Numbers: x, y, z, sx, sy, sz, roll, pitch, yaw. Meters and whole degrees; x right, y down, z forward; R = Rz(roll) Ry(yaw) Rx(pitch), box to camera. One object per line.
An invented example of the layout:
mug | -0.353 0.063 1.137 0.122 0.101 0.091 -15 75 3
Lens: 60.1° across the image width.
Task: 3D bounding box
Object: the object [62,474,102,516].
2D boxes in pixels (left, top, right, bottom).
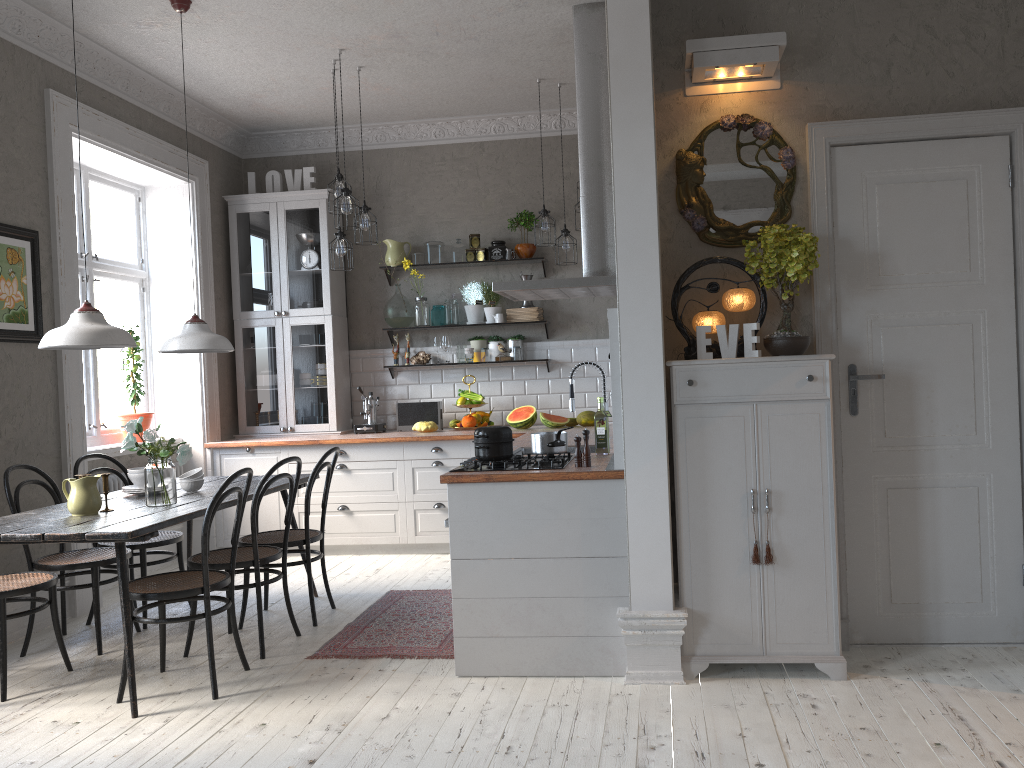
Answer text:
object | -1.884 0.487 3.886 0.152 0.170 0.133 -3 1 -31

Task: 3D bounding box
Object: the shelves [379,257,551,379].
shelves | -0.362 -0.494 7.031 1.309 0.923 0.230 -2 1 7

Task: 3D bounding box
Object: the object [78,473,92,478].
object | -1.932 0.487 4.012 0.061 0.172 0.063 -2 1 30

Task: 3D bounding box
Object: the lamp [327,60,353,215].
lamp | -1.125 -1.954 5.618 0.147 1.735 0.146 -2 1 -5

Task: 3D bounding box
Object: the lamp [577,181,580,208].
lamp | 0.500 -2.101 6.169 0.149 1.735 0.144 -3 1 -20

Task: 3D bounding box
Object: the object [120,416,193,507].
object | -1.620 0.352 4.058 0.310 0.414 0.252 -2 1 6

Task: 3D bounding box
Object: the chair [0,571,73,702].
chair | -2.290 0.862 3.889 0.543 0.920 0.442 -2 1 16

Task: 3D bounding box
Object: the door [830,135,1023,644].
door | 1.808 0.039 3.840 0.747 2.183 0.080 -2 1 7

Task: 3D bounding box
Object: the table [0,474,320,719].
table | -1.725 0.927 4.362 0.900 0.735 1.930 -2 1 9

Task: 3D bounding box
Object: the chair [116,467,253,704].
chair | -1.373 0.826 3.760 0.547 0.920 0.439 -2 1 5

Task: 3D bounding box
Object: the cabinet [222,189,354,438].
cabinet | -1.758 -0.528 7.063 0.875 1.921 0.390 -2 1 7

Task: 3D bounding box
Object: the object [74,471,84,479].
object | -1.980 0.489 4.091 0.097 0.172 0.095 -3 1 -11

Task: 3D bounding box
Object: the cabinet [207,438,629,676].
cabinet | -0.332 0.792 5.582 2.028 0.854 4.110 -3 1 -35

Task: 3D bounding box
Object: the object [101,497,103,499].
object | -2.085 0.520 4.348 0.140 0.112 0.138 -2 1 -9

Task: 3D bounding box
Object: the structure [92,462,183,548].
structure | -2.533 0.791 5.907 0.148 0.428 1.228 -2 1 7

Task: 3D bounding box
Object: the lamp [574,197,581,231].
lamp | 0.492 -1.974 6.344 0.150 1.735 0.143 -3 1 -40

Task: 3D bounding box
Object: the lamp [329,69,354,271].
lamp | -1.151 -1.615 5.787 0.149 1.735 0.144 -3 1 -25

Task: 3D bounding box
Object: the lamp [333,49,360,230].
lamp | -1.051 -1.825 5.450 0.150 1.735 0.144 -3 1 -35

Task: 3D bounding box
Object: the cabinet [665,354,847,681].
cabinet | 1.004 0.539 3.715 0.663 1.297 0.386 -2 1 8

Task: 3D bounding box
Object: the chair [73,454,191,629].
chair | -2.105 0.844 4.922 0.541 0.920 0.444 -2 1 21

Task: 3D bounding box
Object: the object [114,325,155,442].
object | -2.634 -0.004 6.156 0.255 0.813 0.265 -2 1 36

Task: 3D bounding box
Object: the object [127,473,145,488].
object | -1.875 0.499 4.551 0.180 0.094 0.179 -2 1 -1

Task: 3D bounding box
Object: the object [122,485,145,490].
object | -1.873 0.534 4.552 0.233 0.027 0.242 -2 1 31

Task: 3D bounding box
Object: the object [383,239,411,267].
object | -0.916 -1.035 7.035 0.188 0.216 0.176 -2 1 22

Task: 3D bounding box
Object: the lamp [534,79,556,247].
lamp | 0.197 -1.830 6.140 0.143 1.735 0.150 -2 1 40

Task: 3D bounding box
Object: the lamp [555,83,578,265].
lamp | 0.351 -1.715 6.259 0.149 1.735 0.144 -3 1 -20

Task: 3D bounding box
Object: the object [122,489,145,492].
object | -1.873 0.543 4.552 0.241 0.027 0.233 -3 1 -24

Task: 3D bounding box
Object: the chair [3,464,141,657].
chair | -2.202 0.853 4.441 0.547 0.920 0.439 -2 1 5

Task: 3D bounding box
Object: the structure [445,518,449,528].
structure | 0.061 0.712 4.064 0.615 0.623 0.625 -2 1 8

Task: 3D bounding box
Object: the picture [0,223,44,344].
picture | -2.629 -0.524 4.604 0.020 0.619 0.524 -2 1 9

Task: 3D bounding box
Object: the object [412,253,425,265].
object | -0.746 -0.989 7.074 0.103 0.111 0.104 -2 1 8

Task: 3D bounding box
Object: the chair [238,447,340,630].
chair | -1.193 0.808 4.769 0.547 0.920 0.439 -2 1 5

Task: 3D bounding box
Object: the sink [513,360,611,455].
sink | 0.263 0.241 4.691 0.525 0.720 0.489 -2 1 8

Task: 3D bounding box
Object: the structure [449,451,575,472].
structure | 0.021 0.349 4.068 0.493 0.031 0.609 -2 1 8

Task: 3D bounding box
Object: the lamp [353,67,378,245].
lamp | -0.986 -1.780 5.760 0.147 1.735 0.146 -2 1 -5

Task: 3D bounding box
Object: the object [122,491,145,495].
object | -1.872 0.552 4.552 0.233 0.027 0.241 -2 1 26

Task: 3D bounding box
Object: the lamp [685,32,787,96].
lamp | 0.962 -1.381 3.834 0.413 0.171 0.221 -2 1 8

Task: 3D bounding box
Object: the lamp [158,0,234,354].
lamp | -1.709 -1.094 4.680 0.375 1.858 0.383 -2 1 16

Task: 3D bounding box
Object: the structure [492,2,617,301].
structure | 0.270 -1.313 5.067 0.709 1.596 0.716 -2 1 8

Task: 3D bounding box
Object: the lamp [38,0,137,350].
lamp | -1.856 -1.079 3.793 0.387 1.858 0.371 -3 1 -44

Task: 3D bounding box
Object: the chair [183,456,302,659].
chair | -1.290 0.817 4.291 0.543 0.920 0.442 -2 1 16

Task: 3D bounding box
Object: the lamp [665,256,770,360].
lamp | 0.891 -0.269 3.813 0.445 0.558 0.173 -2 1 15

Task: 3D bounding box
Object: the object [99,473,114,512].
object | -1.816 0.486 3.962 0.058 0.167 0.060 -2 1 22
